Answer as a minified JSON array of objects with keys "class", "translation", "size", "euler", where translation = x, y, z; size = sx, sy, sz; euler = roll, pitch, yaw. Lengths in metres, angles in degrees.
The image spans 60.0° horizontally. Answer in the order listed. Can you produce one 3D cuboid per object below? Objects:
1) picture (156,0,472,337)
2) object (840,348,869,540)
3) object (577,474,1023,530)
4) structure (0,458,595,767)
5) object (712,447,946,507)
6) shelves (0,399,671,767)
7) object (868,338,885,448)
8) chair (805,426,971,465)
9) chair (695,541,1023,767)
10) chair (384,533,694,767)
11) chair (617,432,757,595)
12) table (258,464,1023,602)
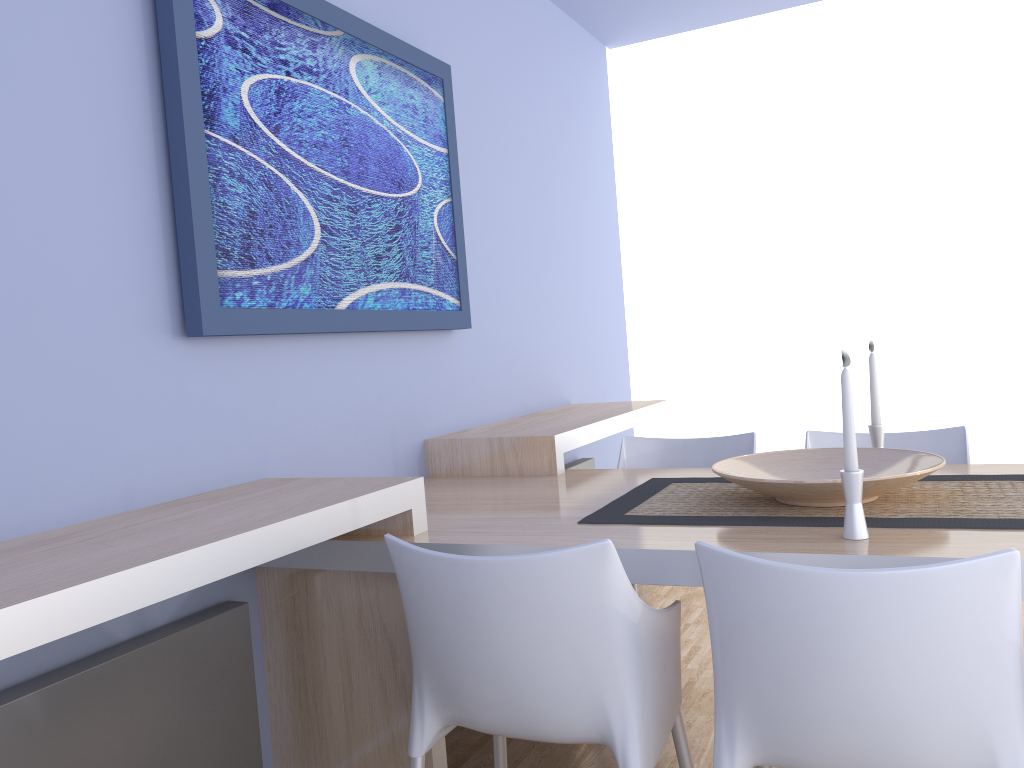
[{"class":"picture","translation":[-0.465,-0.597,2.500],"size":[0.049,0.901,1.252],"euler":[-3,2,26]},{"class":"object","translation":[0.615,0.107,1.615],"size":[0.045,0.349,0.045],"euler":[-5,2,-23]},{"class":"object","translation":[0.712,0.258,2.002],"size":[0.986,0.005,0.594],"euler":[-3,2,25]},{"class":"structure","translation":[-0.455,0.722,2.356],"size":[0.064,0.503,3.843],"euler":[-3,2,26]},{"class":"object","translation":[0.705,0.216,1.998],"size":[0.493,0.081,0.493],"euler":[-2,3,44]},{"class":"shelves","translation":[-0.327,0.632,2.214],"size":[0.463,0.840,3.901],"euler":[-3,2,26]},{"class":"object","translation":[0.942,0.054,2.299],"size":[0.045,0.349,0.045],"euler":[-3,2,26]},{"class":"chair","translation":[1.057,0.537,2.488],"size":[0.510,0.793,0.486],"euler":[-3,2,26]},{"class":"chair","translation":[0.584,0.615,1.446],"size":[0.510,0.793,0.486],"euler":[-3,2,26]},{"class":"chair","translation":[0.067,0.645,1.694],"size":[0.510,0.793,0.486],"euler":[-3,2,26]},{"class":"chair","translation":[0.528,0.568,2.742],"size":[0.510,0.793,0.486],"euler":[-3,2,26]},{"class":"table","translation":[0.641,0.623,2.054],"size":[2.340,0.718,1.002],"euler":[-3,2,26]}]
